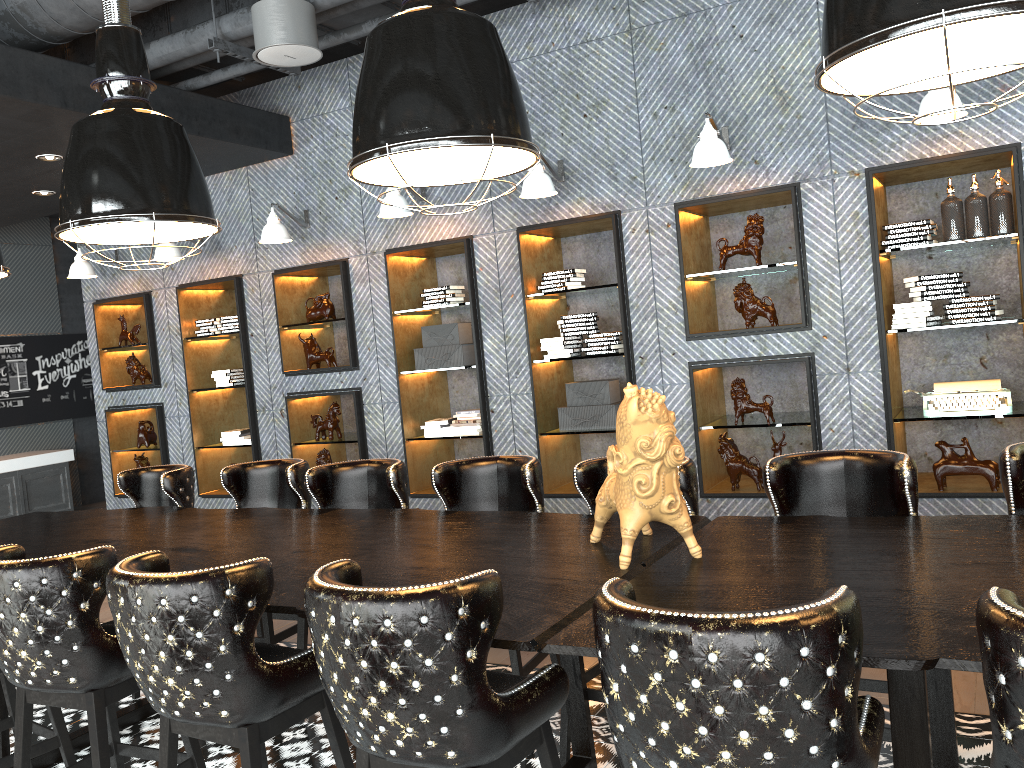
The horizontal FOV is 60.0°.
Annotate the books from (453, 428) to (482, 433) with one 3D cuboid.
[{"bbox_3d":[-0.289,0.328,6.410,0.224,0.021,0.159,-4,3,38],"label":"books"}]

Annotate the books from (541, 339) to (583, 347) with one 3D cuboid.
[{"bbox_3d":[0.346,-0.278,6.000,0.193,0.028,0.246,-3,3,42],"label":"books"}]

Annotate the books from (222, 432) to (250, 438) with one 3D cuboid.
[{"bbox_3d":[-2.340,0.435,7.599,0.175,0.024,0.243,-5,3,20],"label":"books"}]

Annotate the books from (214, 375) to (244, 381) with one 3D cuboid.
[{"bbox_3d":[-2.374,-0.056,7.540,0.193,0.028,0.246,-4,3,29],"label":"books"}]

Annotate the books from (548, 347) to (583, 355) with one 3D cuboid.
[{"bbox_3d":[0.376,-0.224,6.004,0.193,0.028,0.246,-4,3,28],"label":"books"}]

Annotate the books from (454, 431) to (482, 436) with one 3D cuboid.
[{"bbox_3d":[-0.284,0.349,6.401,0.228,0.023,0.167,-4,3,29],"label":"books"}]

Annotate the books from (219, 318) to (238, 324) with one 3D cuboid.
[{"bbox_3d":[-2.311,-0.535,7.487,0.245,0.028,0.194,-5,3,9],"label":"books"}]

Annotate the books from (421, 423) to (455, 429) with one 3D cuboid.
[{"bbox_3d":[-0.543,0.306,6.613,0.175,0.024,0.243,-4,3,28],"label":"books"}]

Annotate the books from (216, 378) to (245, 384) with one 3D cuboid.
[{"bbox_3d":[-2.346,-0.029,7.503,0.193,0.028,0.246,-4,3,38],"label":"books"}]

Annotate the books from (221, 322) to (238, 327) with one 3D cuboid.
[{"bbox_3d":[-2.306,-0.509,7.528,0.245,0.028,0.194,-5,3,11],"label":"books"}]

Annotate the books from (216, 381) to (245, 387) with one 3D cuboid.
[{"bbox_3d":[-2.363,-0.001,7.551,0.193,0.028,0.246,-4,3,25],"label":"books"}]

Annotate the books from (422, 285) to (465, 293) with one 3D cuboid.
[{"bbox_3d":[-0.498,-0.693,6.486,0.245,0.028,0.194,-4,3,32],"label":"books"}]

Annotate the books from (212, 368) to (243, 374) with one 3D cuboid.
[{"bbox_3d":[-2.396,-0.111,7.548,0.193,0.028,0.246,-4,3,22],"label":"books"}]

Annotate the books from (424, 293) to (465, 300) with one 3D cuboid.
[{"bbox_3d":[-0.490,-0.637,6.486,0.245,0.028,0.194,-5,3,20],"label":"books"}]

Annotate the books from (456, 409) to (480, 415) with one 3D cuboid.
[{"bbox_3d":[-0.286,0.198,6.428,0.212,0.024,0.185,-4,3,23],"label":"books"}]

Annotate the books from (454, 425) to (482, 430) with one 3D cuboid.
[{"bbox_3d":[-0.292,0.307,6.410,0.228,0.022,0.202,-4,3,32],"label":"books"}]

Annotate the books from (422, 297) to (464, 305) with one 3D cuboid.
[{"bbox_3d":[-0.504,-0.607,6.485,0.245,0.028,0.194,-3,3,40],"label":"books"}]

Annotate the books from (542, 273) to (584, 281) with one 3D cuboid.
[{"bbox_3d":[0.349,-0.727,6.041,0.245,0.028,0.194,-5,3,21],"label":"books"}]

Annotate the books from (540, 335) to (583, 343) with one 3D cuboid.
[{"bbox_3d":[0.336,-0.306,6.026,0.193,0.028,0.246,-4,3,36],"label":"books"}]

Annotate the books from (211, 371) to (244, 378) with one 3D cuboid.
[{"bbox_3d":[-2.399,-0.082,7.539,0.193,0.028,0.246,-4,3,32],"label":"books"}]

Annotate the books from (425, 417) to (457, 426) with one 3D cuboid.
[{"bbox_3d":[-0.523,0.279,6.578,0.179,0.029,0.225,-5,3,14],"label":"books"}]

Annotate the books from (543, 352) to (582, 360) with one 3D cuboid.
[{"bbox_3d":[0.344,-0.193,6.024,0.193,0.028,0.246,-4,3,22],"label":"books"}]

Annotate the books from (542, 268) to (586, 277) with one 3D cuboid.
[{"bbox_3d":[0.358,-0.756,6.044,0.245,0.028,0.194,-4,3,29],"label":"books"}]

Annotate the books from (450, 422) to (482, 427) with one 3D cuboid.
[{"bbox_3d":[-0.295,0.287,6.403,0.264,0.019,0.205,-4,3,28],"label":"books"}]

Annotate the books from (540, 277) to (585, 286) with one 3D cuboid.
[{"bbox_3d":[0.344,-0.697,6.034,0.245,0.028,0.194,-4,3,37],"label":"books"}]

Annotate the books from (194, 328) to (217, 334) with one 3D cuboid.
[{"bbox_3d":[-2.580,-0.458,7.628,0.245,0.028,0.194,-3,3,41],"label":"books"}]

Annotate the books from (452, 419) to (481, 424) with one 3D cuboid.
[{"bbox_3d":[-0.297,0.265,6.415,0.197,0.023,0.248,-8,4,-44],"label":"books"}]

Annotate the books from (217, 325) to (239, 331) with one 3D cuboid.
[{"bbox_3d":[-2.327,-0.476,7.480,0.245,0.028,0.194,-5,3,16],"label":"books"}]

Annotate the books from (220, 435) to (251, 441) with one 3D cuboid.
[{"bbox_3d":[-2.347,0.460,7.580,0.227,0.024,0.166,-5,3,15],"label":"books"}]

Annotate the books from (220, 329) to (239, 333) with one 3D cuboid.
[{"bbox_3d":[-2.303,-0.450,7.490,0.245,0.028,0.193,-5,3,8],"label":"books"}]

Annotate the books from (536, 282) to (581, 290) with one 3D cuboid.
[{"bbox_3d":[0.320,-0.666,6.028,0.245,0.028,0.194,-3,3,40],"label":"books"}]

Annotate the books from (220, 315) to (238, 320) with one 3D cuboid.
[{"bbox_3d":[-2.313,-0.563,7.486,0.245,0.028,0.193,-5,3,1],"label":"books"}]

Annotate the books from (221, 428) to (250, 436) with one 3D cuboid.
[{"bbox_3d":[-2.346,0.410,7.579,0.179,0.029,0.225,-5,3,12],"label":"books"}]

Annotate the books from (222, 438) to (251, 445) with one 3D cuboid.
[{"bbox_3d":[-2.327,0.487,7.581,0.243,0.034,0.179,-6,3,-2],"label":"books"}]

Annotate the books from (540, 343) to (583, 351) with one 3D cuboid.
[{"bbox_3d":[0.338,-0.251,6.043,0.193,0.028,0.246,-4,3,35],"label":"books"}]

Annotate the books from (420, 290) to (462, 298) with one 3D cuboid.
[{"bbox_3d":[-0.521,-0.664,6.524,0.245,0.028,0.194,-4,3,35],"label":"books"}]

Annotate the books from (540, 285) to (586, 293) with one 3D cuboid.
[{"bbox_3d":[0.347,-0.640,6.015,0.245,0.028,0.194,-3,4,45],"label":"books"}]

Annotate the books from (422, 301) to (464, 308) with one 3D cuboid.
[{"bbox_3d":[-0.504,-0.580,6.499,0.245,0.028,0.194,-4,3,29],"label":"books"}]

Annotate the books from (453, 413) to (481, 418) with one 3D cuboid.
[{"bbox_3d":[-0.290,0.221,6.407,0.206,0.020,0.197,-4,3,31],"label":"books"}]

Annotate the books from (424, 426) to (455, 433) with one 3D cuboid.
[{"bbox_3d":[-0.533,0.330,6.583,0.227,0.024,0.166,-6,3,-3],"label":"books"}]

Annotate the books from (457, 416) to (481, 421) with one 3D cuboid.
[{"bbox_3d":[-0.273,0.240,6.427,0.247,0.023,0.244,-5,3,14],"label":"books"}]

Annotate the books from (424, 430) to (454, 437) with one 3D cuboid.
[{"bbox_3d":[-0.513,0.357,6.584,0.243,0.034,0.179,-5,3,8],"label":"books"}]
